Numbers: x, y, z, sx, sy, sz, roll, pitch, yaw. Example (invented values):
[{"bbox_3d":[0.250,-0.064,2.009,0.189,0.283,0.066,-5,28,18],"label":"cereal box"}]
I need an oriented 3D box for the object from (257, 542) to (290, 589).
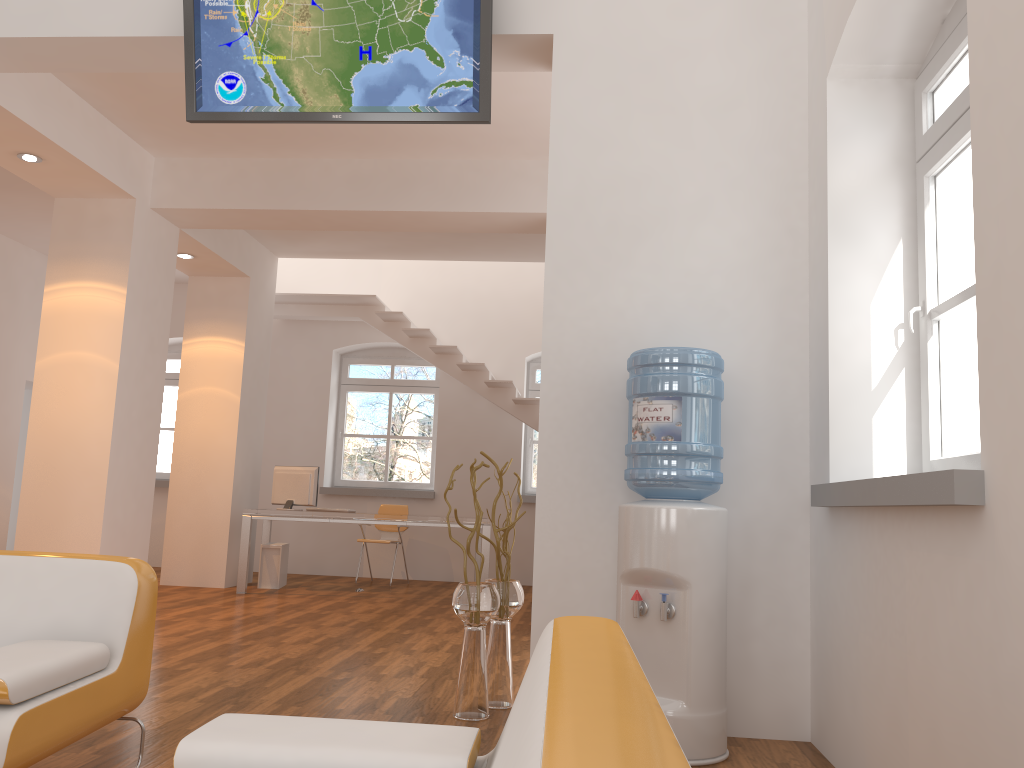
[{"bbox_3d":[-2.333,1.778,8.690,0.200,0.422,0.474,3,-8,-5],"label":"object"}]

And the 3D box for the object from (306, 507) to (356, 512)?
[{"bbox_3d":[-1.801,1.250,8.821,0.467,0.031,0.200,0,-8,15],"label":"object"}]

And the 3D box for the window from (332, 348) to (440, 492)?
[{"bbox_3d":[-1.482,0.417,10.708,1.308,1.737,0.142,2,-8,5],"label":"window"}]

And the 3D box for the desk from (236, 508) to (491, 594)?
[{"bbox_3d":[-1.369,1.625,8.553,2.239,0.750,1.092,3,-8,-5],"label":"desk"}]

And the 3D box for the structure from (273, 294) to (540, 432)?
[{"bbox_3d":[-0.667,0.502,8.523,4.630,3.042,3.450,2,-8,5],"label":"structure"}]

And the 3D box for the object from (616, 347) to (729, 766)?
[{"bbox_3d":[0.614,0.621,3.398,0.436,1.490,0.436,4,-8,-9],"label":"object"}]

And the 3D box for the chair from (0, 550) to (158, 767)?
[{"bbox_3d":[-1.603,0.809,2.428,0.923,0.661,0.825,2,-8,0],"label":"chair"}]

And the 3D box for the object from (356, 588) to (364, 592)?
[{"bbox_3d":[-1.471,1.994,8.571,0.054,0.035,0.115,0,-8,15],"label":"object"}]

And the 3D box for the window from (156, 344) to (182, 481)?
[{"bbox_3d":[-3.879,0.345,10.924,1.308,1.737,0.142,2,-8,5],"label":"window"}]

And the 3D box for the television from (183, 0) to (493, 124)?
[{"bbox_3d":[-0.780,-1.582,3.942,1.388,0.803,0.266,2,-8,5],"label":"television"}]

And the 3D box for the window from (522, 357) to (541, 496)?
[{"bbox_3d":[0.801,0.484,10.501,1.308,1.737,0.142,2,-8,5],"label":"window"}]

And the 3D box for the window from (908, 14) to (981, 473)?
[{"bbox_3d":[1.515,-0.496,2.768,0.142,1.627,1.302,2,-8,5],"label":"window"}]

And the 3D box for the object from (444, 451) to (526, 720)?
[{"bbox_3d":[-0.074,0.862,3.970,0.284,1.112,0.655,-1,-9,26],"label":"object"}]

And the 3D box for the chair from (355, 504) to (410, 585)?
[{"bbox_3d":[-1.379,1.709,9.505,0.495,0.829,0.464,0,-8,20],"label":"chair"}]

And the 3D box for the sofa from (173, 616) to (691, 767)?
[{"bbox_3d":[-0.254,0.653,0.873,0.825,0.661,2.010,2,-8,4],"label":"sofa"}]

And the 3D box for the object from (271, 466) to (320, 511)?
[{"bbox_3d":[-2.111,0.991,8.458,0.516,0.418,0.245,-3,-10,35],"label":"object"}]
